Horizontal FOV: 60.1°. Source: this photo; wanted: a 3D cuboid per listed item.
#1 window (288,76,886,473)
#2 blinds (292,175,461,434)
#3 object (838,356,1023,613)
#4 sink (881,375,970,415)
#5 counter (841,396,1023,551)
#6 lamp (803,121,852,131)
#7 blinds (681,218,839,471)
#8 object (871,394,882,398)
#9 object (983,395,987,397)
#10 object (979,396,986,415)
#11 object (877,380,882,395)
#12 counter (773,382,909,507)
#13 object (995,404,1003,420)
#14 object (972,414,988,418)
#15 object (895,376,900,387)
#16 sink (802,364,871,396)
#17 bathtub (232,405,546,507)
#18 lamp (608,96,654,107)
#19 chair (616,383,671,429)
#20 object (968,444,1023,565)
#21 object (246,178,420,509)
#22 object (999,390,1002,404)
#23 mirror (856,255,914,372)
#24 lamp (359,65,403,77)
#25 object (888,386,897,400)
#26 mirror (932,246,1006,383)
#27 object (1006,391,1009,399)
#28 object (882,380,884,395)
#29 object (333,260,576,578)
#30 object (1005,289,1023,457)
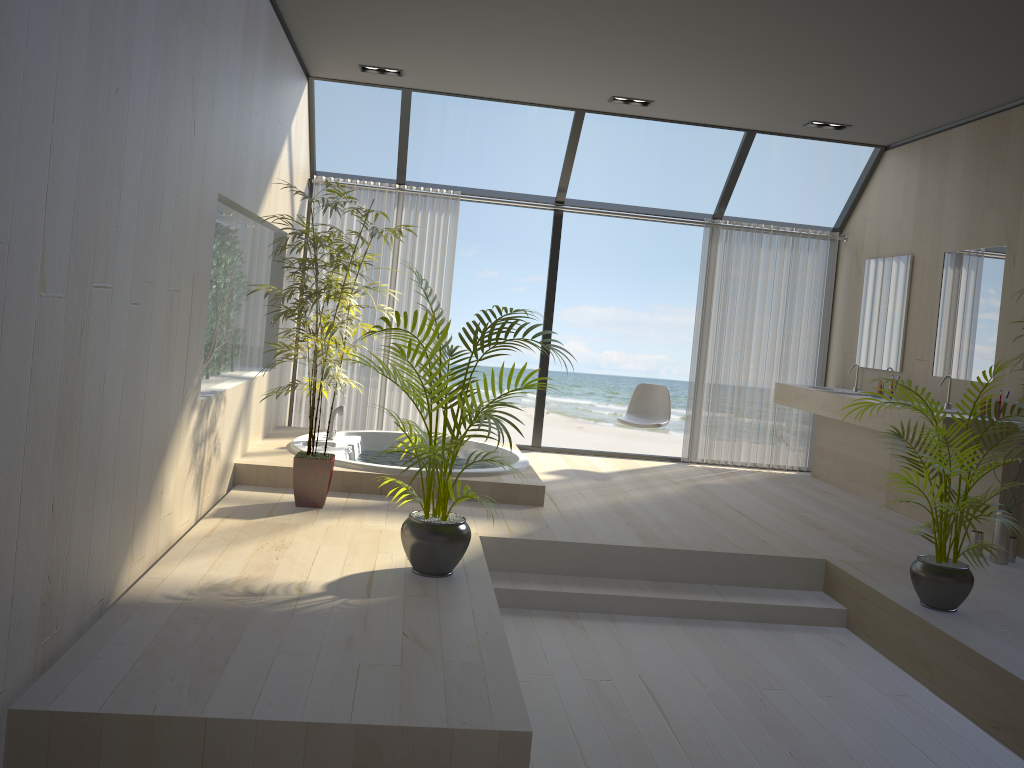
[{"bbox_3d":[0.569,-0.787,7.208,4.557,2.811,0.746,5,1,-6],"label":"window"},{"bbox_3d":[-1.103,-0.603,7.228,1.182,2.068,0.084,5,1,-6],"label":"blinds"},{"bbox_3d":[1.905,0.412,3.940,0.918,1.156,0.750,7,2,27],"label":"object"},{"bbox_3d":[2.660,0.141,5.707,0.504,0.419,0.575,5,3,-3],"label":"sink"},{"bbox_3d":[2.665,0.554,5.752,0.550,0.789,1.209,5,3,-6],"label":"counter"},{"bbox_3d":[2.350,-1.973,6.585,0.301,0.112,0.164,5,3,-6],"label":"lamp"},{"bbox_3d":[2.119,-0.325,7.581,1.182,2.068,0.084,5,1,-6],"label":"blinds"},{"bbox_3d":[2.694,0.087,6.512,0.105,0.029,0.032,8,4,34],"label":"object"},{"bbox_3d":[2.920,0.136,5.484,0.039,0.134,0.039,6,1,35],"label":"object"},{"bbox_3d":[2.864,0.139,5.385,0.039,0.134,0.039,6,1,35],"label":"object"},{"bbox_3d":[2.735,0.037,6.584,0.039,0.134,0.038,6,1,42],"label":"object"},{"bbox_3d":[2.536,0.452,6.951,0.550,0.789,1.209,5,3,-6],"label":"counter"},{"bbox_3d":[2.919,0.167,5.302,0.058,0.100,0.058,6,2,4],"label":"object"},{"bbox_3d":[2.823,0.189,5.314,0.105,0.029,0.032,8,4,34],"label":"object"},{"bbox_3d":[2.809,0.026,6.494,0.054,0.175,0.012,6,1,19],"label":"object"},{"bbox_3d":[2.531,0.039,6.906,0.504,0.419,0.575,5,3,-3],"label":"sink"},{"bbox_3d":[-0.794,0.534,6.020,1.820,0.697,1.652,5,4,-6],"label":"bathtub"},{"bbox_3d":[0.865,-2.101,6.422,0.301,0.112,0.164,5,3,-6],"label":"lamp"},{"bbox_3d":[1.077,0.180,7.129,0.370,0.347,0.454,6,3,22],"label":"chair"},{"bbox_3d":[2.856,0.642,5.031,0.406,0.748,0.274,5,1,-18],"label":"object"},{"bbox_3d":[-1.072,-0.220,4.780,0.788,1.754,0.935,6,2,19],"label":"object"},{"bbox_3d":[2.907,0.126,5.276,0.012,0.178,0.050,6,1,33],"label":"object"},{"bbox_3d":[2.884,-0.549,6.878,0.023,0.867,0.655,5,2,-7],"label":"mirror"},{"bbox_3d":[-0.915,-2.254,6.226,0.301,0.112,0.164,5,3,-6],"label":"lamp"},{"bbox_3d":[2.790,0.066,6.501,0.058,0.100,0.058,5,2,0],"label":"object"},{"bbox_3d":[3.022,-0.459,5.851,0.023,0.867,0.655,5,2,-7],"label":"mirror"},{"bbox_3d":[2.937,0.128,5.296,0.054,0.175,0.012,6,1,19],"label":"object"},{"bbox_3d":[2.791,0.035,6.683,0.039,0.134,0.038,6,1,42],"label":"object"},{"bbox_3d":[-0.229,0.134,3.791,1.063,1.344,0.876,5,2,-18],"label":"object"},{"bbox_3d":[2.668,0.187,4.058,0.788,1.754,0.935,6,2,19],"label":"object"}]
